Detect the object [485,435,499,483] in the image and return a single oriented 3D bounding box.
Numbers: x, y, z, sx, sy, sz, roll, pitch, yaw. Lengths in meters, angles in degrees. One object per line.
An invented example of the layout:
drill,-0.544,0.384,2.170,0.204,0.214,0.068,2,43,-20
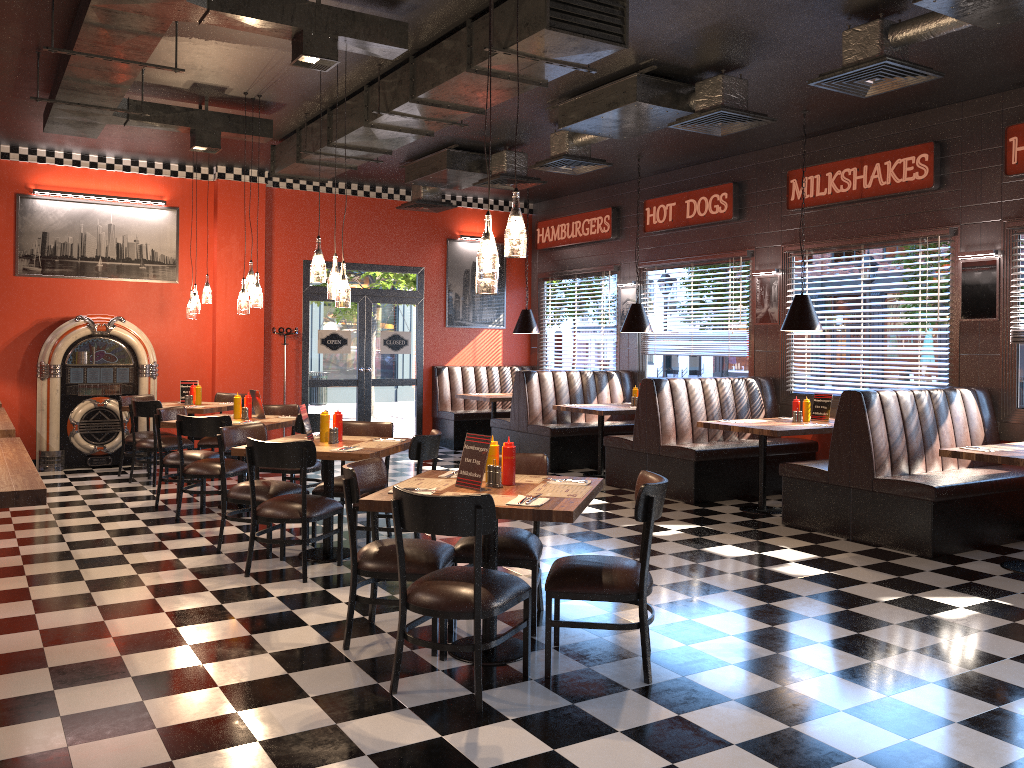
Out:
object,-0.098,0.375,4.407,0.068,0.238,0.068,1,0,-17

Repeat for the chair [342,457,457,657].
chair,-0.572,0.829,4.406,0.544,0.867,0.486,1,1,8

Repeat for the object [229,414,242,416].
object,-2.577,0.287,8.265,0.157,0.019,0.255,1,3,13

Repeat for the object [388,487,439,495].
object,-0.441,0.494,4.122,0.255,0.019,0.157,1,3,8

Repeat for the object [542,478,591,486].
object,0.265,0.487,4.451,0.255,0.019,0.157,1,3,17

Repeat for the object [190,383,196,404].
object,-3.483,0.104,9.678,0.068,0.238,0.068,1,0,-34

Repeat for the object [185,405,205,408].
object,-3.312,0.235,9.247,0.157,0.019,0.255,1,3,17

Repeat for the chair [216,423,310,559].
chair,-1.787,0.732,6.284,0.544,0.867,0.486,1,1,22

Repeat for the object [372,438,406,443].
object,-0.888,0.394,6.270,0.255,0.019,0.157,1,3,13

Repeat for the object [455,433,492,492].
object,-0.185,0.371,4.247,0.072,0.257,0.188,1,1,-42

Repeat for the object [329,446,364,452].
object,-1.060,0.415,5.740,0.157,0.019,0.255,1,3,16

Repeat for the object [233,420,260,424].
object,-2.246,0.322,7.550,0.157,0.019,0.255,1,3,15

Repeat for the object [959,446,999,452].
object,3.251,0.448,6.128,0.157,0.019,0.255,-1,3,-25

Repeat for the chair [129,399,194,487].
chair,-3.642,0.585,9.139,0.486,0.867,0.544,1,1,33

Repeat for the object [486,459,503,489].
object,-0.085,0.432,4.291,0.046,0.136,0.094,0,1,-42

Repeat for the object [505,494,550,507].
object,0.077,0.509,3.909,0.157,0.019,0.255,1,3,16

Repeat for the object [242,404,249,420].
object,-2.375,0.248,7.882,0.046,0.136,0.094,0,1,-42

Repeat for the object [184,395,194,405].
object,-3.495,0.160,9.587,0.093,0.136,0.047,0,0,-32

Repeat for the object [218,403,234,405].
object,-3.130,0.214,9.774,0.255,0.019,0.157,1,3,14

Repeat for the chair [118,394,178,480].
chair,-3.971,0.559,9.648,0.544,0.867,0.486,1,1,23

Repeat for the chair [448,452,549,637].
chair,-0.063,0.820,4.735,0.486,0.867,0.545,1,1,8

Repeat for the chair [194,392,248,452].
chair,-3.317,0.544,10.149,0.486,0.867,0.544,1,1,23

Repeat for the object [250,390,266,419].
object,-2.299,0.182,8.004,0.072,0.257,0.188,1,1,-42

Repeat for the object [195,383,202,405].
object,-3.406,0.107,9.625,0.068,0.238,0.068,1,0,-34

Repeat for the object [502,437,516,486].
object,-0.016,0.378,4.361,0.068,0.238,0.068,1,0,11

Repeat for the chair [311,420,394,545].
chair,-1.168,0.725,6.615,0.486,0.867,0.544,1,1,13

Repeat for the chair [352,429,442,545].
chair,-0.756,0.755,6.031,0.544,0.867,0.486,1,1,11

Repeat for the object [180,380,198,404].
object,-3.555,0.090,9.754,0.188,0.257,0.072,0,0,-22

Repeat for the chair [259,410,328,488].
chair,-1.880,0.668,7.711,0.544,0.867,0.486,1,1,17

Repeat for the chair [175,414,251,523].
chair,-2.499,0.675,7.380,0.486,0.867,0.545,1,1,8

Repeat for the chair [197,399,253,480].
chair,-3.026,0.577,9.482,0.544,0.867,0.486,1,1,0

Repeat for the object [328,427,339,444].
object,-1.225,0.340,6.089,0.047,0.136,0.094,1,1,18

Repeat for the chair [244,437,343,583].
chair,-1.399,0.765,5.643,0.486,0.867,0.544,1,1,16

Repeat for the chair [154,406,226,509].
chair,-2.911,0.645,7.964,0.544,0.867,0.486,1,1,6

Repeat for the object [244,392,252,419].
object,-2.378,0.191,7.982,0.068,0.238,0.068,1,0,-26

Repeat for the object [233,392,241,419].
object,-2.459,0.192,7.934,0.068,0.238,0.068,1,0,-26

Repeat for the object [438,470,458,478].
object,-0.290,0.472,4.647,0.157,0.019,0.255,1,3,14

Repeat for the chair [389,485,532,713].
chair,-0.229,0.860,3.790,0.486,0.867,0.544,1,1,25

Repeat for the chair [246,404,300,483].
chair,-2.268,0.635,8.353,0.486,0.867,0.545,1,1,-9

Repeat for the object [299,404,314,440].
object,-1.428,0.273,6.159,0.072,0.257,0.188,1,1,-2

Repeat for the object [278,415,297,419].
object,-2.039,0.299,8.125,0.255,0.019,0.157,1,3,16

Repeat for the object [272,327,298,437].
object,-2.955,0.093,11.504,0.374,1.658,0.374,1,0,-9

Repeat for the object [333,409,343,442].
object,-1.220,0.283,6.206,0.068,0.238,0.068,1,0,-26

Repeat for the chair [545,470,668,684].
chair,0.439,0.855,4.081,0.544,0.867,0.486,1,1,8

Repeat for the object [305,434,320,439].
object,-1.409,0.381,6.437,0.157,0.019,0.255,1,3,6

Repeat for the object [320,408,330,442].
object,-1.301,0.284,6.158,0.068,0.238,0.068,1,0,-26
